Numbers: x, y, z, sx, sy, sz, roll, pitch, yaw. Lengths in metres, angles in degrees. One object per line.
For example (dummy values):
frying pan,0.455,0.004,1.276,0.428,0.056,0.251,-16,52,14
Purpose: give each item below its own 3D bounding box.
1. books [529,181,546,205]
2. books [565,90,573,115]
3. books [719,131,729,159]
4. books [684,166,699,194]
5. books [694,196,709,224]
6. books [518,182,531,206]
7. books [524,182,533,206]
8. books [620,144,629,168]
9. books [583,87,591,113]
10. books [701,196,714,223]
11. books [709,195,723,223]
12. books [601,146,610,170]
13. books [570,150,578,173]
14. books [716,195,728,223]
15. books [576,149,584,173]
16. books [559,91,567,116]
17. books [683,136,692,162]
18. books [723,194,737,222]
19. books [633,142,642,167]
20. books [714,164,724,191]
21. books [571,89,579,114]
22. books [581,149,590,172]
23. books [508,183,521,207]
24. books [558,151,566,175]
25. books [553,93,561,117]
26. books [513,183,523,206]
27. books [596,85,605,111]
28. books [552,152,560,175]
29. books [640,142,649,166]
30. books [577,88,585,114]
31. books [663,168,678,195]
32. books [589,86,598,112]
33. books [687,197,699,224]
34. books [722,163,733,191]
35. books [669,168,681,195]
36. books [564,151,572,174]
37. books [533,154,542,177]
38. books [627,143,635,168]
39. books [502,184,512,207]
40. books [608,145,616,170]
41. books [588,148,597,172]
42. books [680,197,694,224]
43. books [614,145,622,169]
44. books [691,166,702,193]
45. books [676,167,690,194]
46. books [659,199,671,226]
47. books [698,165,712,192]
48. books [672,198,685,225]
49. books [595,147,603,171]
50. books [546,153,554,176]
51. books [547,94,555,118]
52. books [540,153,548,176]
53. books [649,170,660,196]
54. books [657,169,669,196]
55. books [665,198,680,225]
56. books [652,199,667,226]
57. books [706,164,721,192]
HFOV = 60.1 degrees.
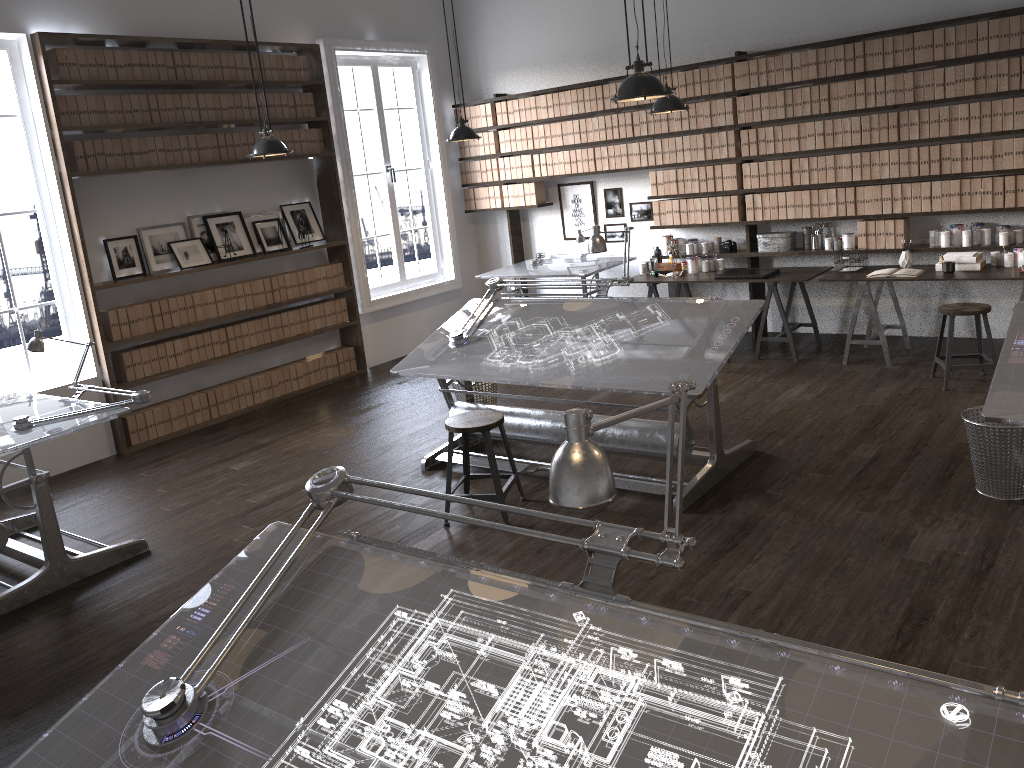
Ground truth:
books,0.259,-1.926,8.948,0.067,0.223,0.176,2,15,37
books,0.588,-2.686,8.465,0.067,0.223,0.176,2,15,37
books,1.859,-2.065,7.639,0.067,0.223,0.176,2,15,37
books,1.610,-1.821,7.912,0.067,0.223,0.176,2,15,37
books,1.701,-1.554,7.915,0.067,0.223,0.176,2,15,37
books,0.146,-1.934,9.029,0.067,0.223,0.176,2,15,37
books,0.205,-1.931,8.992,0.067,0.223,0.176,2,15,37
books,1.087,-2.118,8.232,0.067,0.223,0.176,2,15,37
books,0.753,-2.674,8.339,0.067,0.223,0.176,2,15,37
books,1.756,-1.549,7.868,0.067,0.223,0.176,2,15,37
books,1.813,-1.544,7.824,0.067,0.223,0.176,2,15,37
books,0.922,-2.132,8.360,0.067,0.223,0.176,2,15,37
books,0.644,-2.153,8.571,0.067,0.223,0.176,2,15,37
books,1.866,-1.542,7.789,0.067,0.223,0.176,2,15,37
books,0.697,-2.150,8.536,0.067,0.223,0.176,2,15,37
books,0.535,-2.692,8.510,0.067,0.223,0.176,2,15,37
books,1.591,-2.086,7.846,0.067,0.223,0.176,2,15,37
books,1.920,-1.538,7.751,0.067,0.223,0.176,2,15,37
books,1.191,-2.111,8.155,0.067,0.223,0.176,2,15,37
books,1.841,-1.803,7.736,0.067,0.223,0.176,2,15,37
books,0.643,-2.681,8.418,0.067,0.223,0.176,2,15,37
books,0.750,-2.147,8.498,0.067,0.223,0.176,2,15,37
books,0.045,-1.942,9.110,0.067,0.223,0.176,2,15,37
books,0.531,-2.163,8.662,0.067,0.223,0.176,2,15,37
books,0.478,-2.695,8.551,0.067,0.223,0.176,2,15,37
books,0.096,-1.939,9.073,0.067,0.223,0.176,2,15,37
books,0.862,-2.664,8.251,0.067,0.223,0.176,2,15,37
books,0.478,-2.168,8.707,0.067,0.223,0.176,2,15,37
books,1.248,-2.106,8.110,0.067,0.223,0.176,2,15,37
books,0.701,-2.676,8.374,0.067,0.223,0.176,2,15,37
books,1.447,-1.833,8.036,0.067,0.223,0.176,2,15,37
books,0.807,-2.670,8.301,0.067,0.223,0.176,2,15,37
books,1.648,-1.559,7.960,0.067,0.223,0.176,2,15,37
books,1.900,-1.798,7.688,0.067,0.223,0.176,2,15,37
books,1.497,-1.828,7.992,0.067,0.223,0.176,2,15,37
books,0.587,-2.157,8.615,0.067,0.223,0.176,2,15,37
books,0.300,-2.181,8.839,0.067,0.223,0.176,2,15,37
books,1.142,-2.115,8.195,0.067,0.223,0.176,2,15,37
books,-0.014,-1.947,9.153,0.067,0.223,0.176,2,15,37
books,0.980,-2.128,8.320,0.067,0.223,0.176,2,15,37
books,0.806,-2.141,8.448,0.067,0.223,0.176,2,15,37
books,1.591,-1.563,8.001,0.067,0.223,0.176,2,15,37
books,1.037,-2.124,8.277,0.067,0.223,0.176,2,15,37
books,1.664,-1.815,7.866,0.067,0.223,0.176,2,15,37
books,1.554,-1.825,7.955,0.067,0.223,0.176,2,15,37
books,1.428,-1.576,8.126,0.067,0.223,0.176,2,15,37
books,1.723,-1.812,7.826,0.067,0.223,0.176,2,15,37
books,1.533,-1.567,8.041,0.067,0.223,0.176,2,15,37
books,0.868,-2.137,8.407,0.067,0.223,0.176,2,15,37
books,0.422,-2.172,8.748,0.067,0.223,0.176,2,15,37
books,0.420,-2.699,8.591,0.067,0.223,0.176,2,15,37
books,0.364,-2.175,8.788,0.067,0.223,0.176,2,15,37
books,1.337,-1.841,8.116,0.067,0.223,0.176,2,15,37
books,1.396,-1.837,8.073,0.067,0.223,0.176,2,15,37
books,1.477,-1.572,8.086,0.067,0.223,0.176,2,15,37
books,1.372,-1.579,8.163,0.067,0.223,0.176,2,15,37
books,1.779,-1.806,7.776,0.067,0.223,0.176,2,15,37
